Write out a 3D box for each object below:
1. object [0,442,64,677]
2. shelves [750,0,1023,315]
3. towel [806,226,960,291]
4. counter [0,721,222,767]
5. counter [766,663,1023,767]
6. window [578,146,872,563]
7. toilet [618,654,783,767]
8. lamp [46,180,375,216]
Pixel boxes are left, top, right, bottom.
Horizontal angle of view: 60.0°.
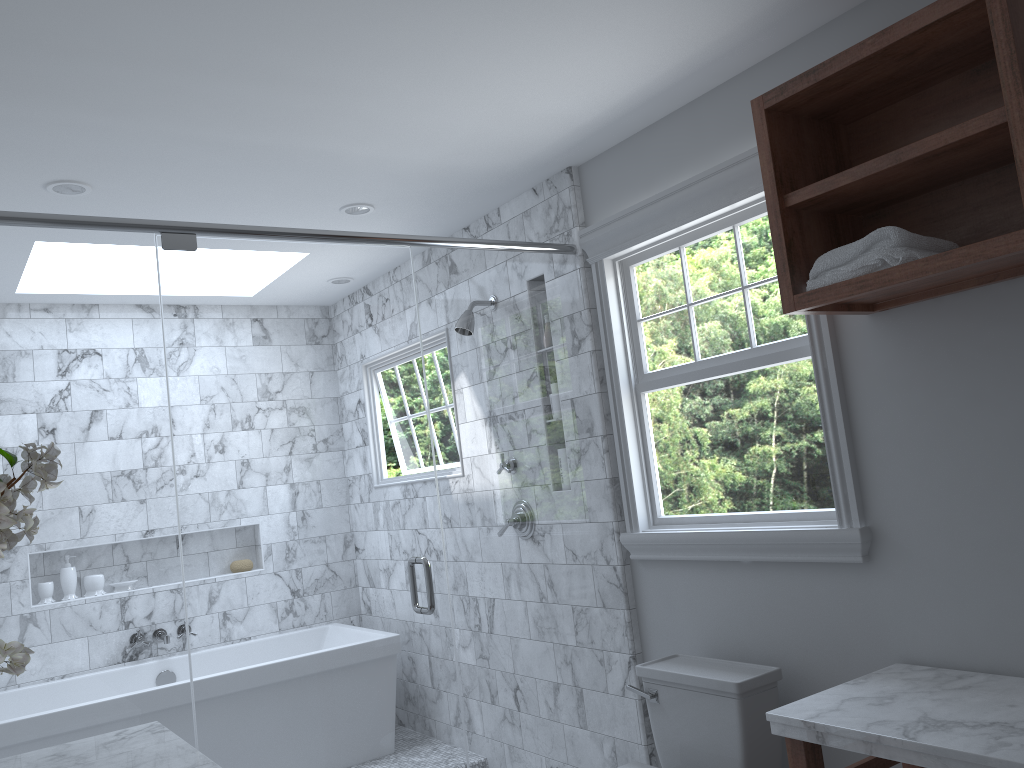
[{"bbox_3d":[-1.120,0.489,1.858,0.374,0.706,0.225,-7,-6,-3],"label":"object"},{"bbox_3d":[0.977,-0.512,2.106,0.357,0.566,0.647,-3,-7,-34],"label":"shelves"},{"bbox_3d":[0.907,-0.296,2.173,0.283,0.112,0.305,-3,-7,-34],"label":"towel"},{"bbox_3d":[-0.673,1.130,1.380,0.638,0.983,1.657,-3,-7,-34],"label":"counter"},{"bbox_3d":[1.096,1.103,1.866,0.539,0.810,0.828,-3,-7,-34],"label":"counter"},{"bbox_3d":[0.672,-0.049,2.948,0.149,1.248,1.040,-3,-7,-34],"label":"window"},{"bbox_3d":[0.414,1.254,2.596,0.722,0.727,0.490,-3,-7,-34],"label":"toilet"},{"bbox_3d":[-1.376,-0.627,3.833,1.976,0.050,1.289,-3,-7,-34],"label":"lamp"}]
